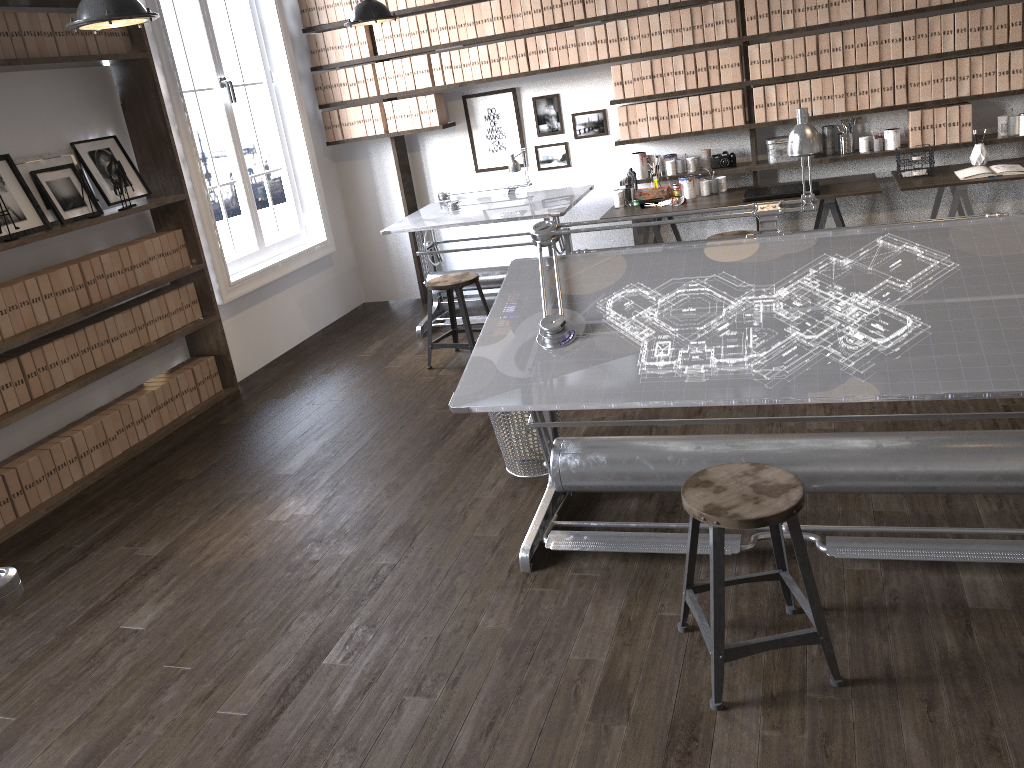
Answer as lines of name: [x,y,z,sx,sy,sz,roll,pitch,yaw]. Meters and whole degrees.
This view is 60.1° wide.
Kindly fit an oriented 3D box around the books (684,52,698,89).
books: [1.190,-2.070,5.859,0.066,0.222,0.177,-3,19,20]

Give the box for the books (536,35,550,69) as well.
books: [0.235,-2.285,6.101,0.066,0.222,0.177,-3,19,20]

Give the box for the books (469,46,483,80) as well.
books: [-0.230,-2.268,6.267,0.066,0.222,0.177,-3,19,20]

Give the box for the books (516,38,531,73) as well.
books: [0.097,-2.280,6.149,0.067,0.222,0.177,-3,19,20]

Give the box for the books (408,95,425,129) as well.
books: [-0.680,-1.997,6.515,0.067,0.222,0.177,-3,19,20]

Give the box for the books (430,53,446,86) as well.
books: [-0.504,-2.258,6.364,0.066,0.222,0.177,-3,19,20]

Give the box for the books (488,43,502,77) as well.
books: [-0.094,-2.272,6.215,0.067,0.222,0.177,-3,19,20]

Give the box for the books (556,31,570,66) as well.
books: [0.370,-2.292,6.057,0.066,0.222,0.177,-3,19,20]

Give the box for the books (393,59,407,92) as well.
books: [-0.784,-2.256,6.464,0.066,0.222,0.177,-3,19,20]

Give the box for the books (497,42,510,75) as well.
books: [-0.033,-2.276,6.198,0.066,0.222,0.177,-3,19,20]

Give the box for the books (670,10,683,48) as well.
books: [1.089,-2.325,5.799,0.066,0.222,0.177,-3,19,20]

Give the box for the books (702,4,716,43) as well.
books: [1.282,-2.333,5.731,0.066,0.222,0.177,-3,19,20]

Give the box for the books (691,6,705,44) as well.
books: [1.215,-2.330,5.755,0.066,0.222,0.177,-3,19,20]

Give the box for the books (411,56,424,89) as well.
books: [-0.649,-2.260,6.414,0.066,0.222,0.177,-3,19,20]

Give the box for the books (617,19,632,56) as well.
books: [0.763,-2.312,5.912,0.066,0.222,0.177,-3,19,20]

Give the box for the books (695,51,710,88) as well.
books: [1.259,-2.071,5.829,0.067,0.222,0.177,-3,19,20]

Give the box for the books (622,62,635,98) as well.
books: [0.803,-2.054,5.993,0.066,0.222,0.177,-3,19,20]

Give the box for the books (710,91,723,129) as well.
books: [1.367,-1.823,5.886,0.066,0.222,0.177,-3,19,20]

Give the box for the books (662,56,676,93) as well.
books: [1.056,-2.065,5.906,0.066,0.222,0.177,-3,19,20]

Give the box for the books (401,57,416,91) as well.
books: [-0.719,-2.257,6.439,0.066,0.222,0.177,-3,19,20]

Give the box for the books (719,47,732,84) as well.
books: [1.401,-2.077,5.782,0.066,0.222,0.177,-3,19,20]

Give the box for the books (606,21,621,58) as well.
books: [0.694,-2.309,5.934,0.066,0.222,0.177,-3,19,20]

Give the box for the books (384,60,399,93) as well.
books: [-0.851,-2.252,6.484,0.066,0.222,0.177,-3,19,20]

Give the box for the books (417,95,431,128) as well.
books: [-0.612,-2.003,6.498,0.066,0.222,0.177,-3,19,20]

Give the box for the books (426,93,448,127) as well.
books: [-0.547,-2.004,6.473,0.066,0.222,0.177,-3,19,20]

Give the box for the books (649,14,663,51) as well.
books: [0.960,-2.319,5.841,0.067,0.222,0.177,-3,19,20]

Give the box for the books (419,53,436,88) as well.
books: [-0.590,-2.260,6.389,0.067,0.222,0.177,-3,19,20]

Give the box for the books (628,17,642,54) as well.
books: [0.830,-2.316,5.893,0.066,0.222,0.177,-3,19,20]

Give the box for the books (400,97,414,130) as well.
books: [-0.741,-1.997,6.542,0.066,0.222,0.177,-3,19,20]

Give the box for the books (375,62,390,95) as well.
books: [-0.920,-2.248,6.505,0.066,0.222,0.177,-3,19,20]

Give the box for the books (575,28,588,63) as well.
books: [0.495,-2.296,6.011,0.066,0.222,0.177,-3,19,20]

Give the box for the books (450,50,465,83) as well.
books: [-0.360,-2.264,6.315,0.066,0.222,0.177,-3,19,20]

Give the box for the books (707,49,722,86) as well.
books: [1.330,-2.075,5.810,0.066,0.222,0.177,-3,19,20]

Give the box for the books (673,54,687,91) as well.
books: [1.122,-2.066,5.879,0.066,0.222,0.177,-3,19,20]

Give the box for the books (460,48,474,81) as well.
books: [-0.294,-2.267,6.293,0.066,0.222,0.177,-3,19,20]

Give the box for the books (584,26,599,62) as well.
books: [0.554,-2.298,5.989,0.066,0.222,0.177,-3,19,20]

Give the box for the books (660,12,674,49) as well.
books: [1.029,-2.322,5.818,0.066,0.222,0.177,-3,19,20]

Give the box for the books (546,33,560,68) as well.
books: [0.303,-2.289,6.081,0.066,0.222,0.177,-3,19,20]

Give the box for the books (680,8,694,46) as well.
books: [1.150,-2.326,5.772,0.067,0.222,0.177,-3,19,20]

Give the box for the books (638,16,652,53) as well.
books: [0.895,-2.318,5.868,0.066,0.222,0.177,-3,19,20]

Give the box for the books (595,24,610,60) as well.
books: [0.622,-2.300,5.963,0.067,0.222,0.177,-3,19,20]

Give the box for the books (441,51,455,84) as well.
books: [-0.428,-2.260,6.335,0.067,0.222,0.177,-3,19,20]

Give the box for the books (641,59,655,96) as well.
books: [0.924,-2.058,5.947,0.067,0.222,0.177,-3,19,20]

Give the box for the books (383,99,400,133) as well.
books: [-0.870,-1.991,6.584,0.067,0.222,0.177,-3,19,20]

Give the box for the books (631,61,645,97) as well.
books: [0.863,-2.057,5.973,0.066,0.222,0.177,-3,19,20]

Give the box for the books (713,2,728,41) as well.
books: [1.347,-2.334,5.704,0.066,0.222,0.177,-3,19,20]

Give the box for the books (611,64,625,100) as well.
books: [0.735,-2.051,6.015,0.067,0.222,0.177,-3,19,20]

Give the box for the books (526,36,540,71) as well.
books: [0.169,-2.285,6.129,0.066,0.222,0.177,-3,19,20]

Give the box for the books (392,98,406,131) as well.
books: [-0.801,-1.994,6.561,0.066,0.222,0.177,-3,19,20]

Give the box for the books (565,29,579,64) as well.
books: [0.431,-2.292,6.029,0.067,0.222,0.177,-3,19,20]

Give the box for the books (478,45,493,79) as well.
books: [-0.162,-2.270,6.239,0.066,0.222,0.177,-3,19,20]

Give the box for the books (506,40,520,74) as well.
books: [0.029,-2.279,6.178,0.066,0.222,0.177,-3,19,20]

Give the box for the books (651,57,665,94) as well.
books: [0.990,-2.062,5.930,0.066,0.222,0.177,-3,19,20]
